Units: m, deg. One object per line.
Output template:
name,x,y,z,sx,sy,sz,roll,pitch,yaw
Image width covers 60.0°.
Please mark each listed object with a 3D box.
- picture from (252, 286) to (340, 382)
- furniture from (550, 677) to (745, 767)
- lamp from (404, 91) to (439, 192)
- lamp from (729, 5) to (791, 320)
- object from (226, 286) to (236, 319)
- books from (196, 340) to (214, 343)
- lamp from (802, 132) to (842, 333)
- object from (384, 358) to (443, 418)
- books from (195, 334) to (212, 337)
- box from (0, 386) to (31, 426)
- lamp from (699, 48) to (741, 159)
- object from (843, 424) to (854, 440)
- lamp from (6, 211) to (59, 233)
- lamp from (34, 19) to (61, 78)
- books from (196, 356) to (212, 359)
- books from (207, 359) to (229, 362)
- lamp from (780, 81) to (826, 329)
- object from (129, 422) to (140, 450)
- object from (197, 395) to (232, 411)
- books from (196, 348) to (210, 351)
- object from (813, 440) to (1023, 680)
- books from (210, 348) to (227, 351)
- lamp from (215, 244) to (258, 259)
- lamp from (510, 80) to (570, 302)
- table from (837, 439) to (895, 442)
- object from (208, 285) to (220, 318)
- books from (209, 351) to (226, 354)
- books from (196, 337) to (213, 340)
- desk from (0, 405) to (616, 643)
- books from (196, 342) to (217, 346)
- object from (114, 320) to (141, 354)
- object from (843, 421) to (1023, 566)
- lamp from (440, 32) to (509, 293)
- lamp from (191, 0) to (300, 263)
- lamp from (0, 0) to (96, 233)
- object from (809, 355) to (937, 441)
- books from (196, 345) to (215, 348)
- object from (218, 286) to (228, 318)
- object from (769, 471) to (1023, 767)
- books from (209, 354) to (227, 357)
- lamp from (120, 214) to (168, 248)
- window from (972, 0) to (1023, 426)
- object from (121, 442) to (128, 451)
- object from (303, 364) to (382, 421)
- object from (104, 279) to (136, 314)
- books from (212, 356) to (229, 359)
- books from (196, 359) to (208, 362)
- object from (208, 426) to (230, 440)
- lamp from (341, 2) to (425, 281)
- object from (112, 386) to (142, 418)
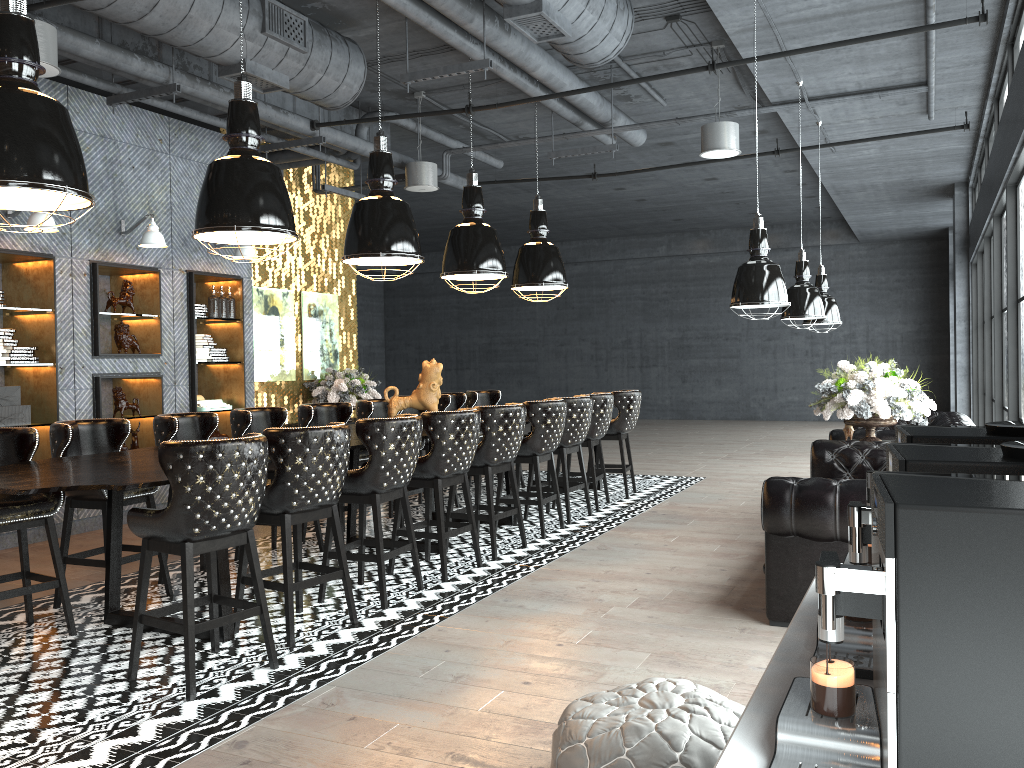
picture,-2.552,-0.578,10.596,0.022,1.073,1.574,-1,1,25
furniture,0.459,1.145,2.712,0.679,0.383,0.679,0,1,25
lamp,-0.986,-2.625,9.578,0.381,1.045,0.380,0,1,36
lamp,1.613,-1.504,5.824,0.391,2.161,0.391,-1,1,-20
object,-2.958,-0.849,9.296,0.109,0.349,0.109,-1,1,-5
books,-3.172,-0.434,9.045,0.193,0.028,0.245,-1,1,-5
lamp,3.180,-1.607,9.134,0.391,2.153,0.391,-1,1,-20
object,-0.794,0.068,7.140,0.475,0.545,0.249,-1,1,-12
books,-3.186,-0.489,9.016,0.193,0.028,0.245,-1,1,-4
box,-4.097,0.177,7.090,0.323,0.315,0.419,0,1,25
lamp,1.918,-2.635,8.202,0.381,1.030,0.380,-1,1,15
object,2.722,0.372,7.186,0.086,0.183,0.136,0,1,32
lamp,-3.736,-1.333,6.941,0.489,0.287,0.244,0,1,41
lamp,-3.043,-2.492,5.541,0.382,1.045,0.380,-2,1,-38
books,-3.166,-0.262,8.923,0.193,0.028,0.245,-2,2,-44
books,-3.094,-0.242,9.196,0.193,0.028,0.245,0,2,26
lamp,2.544,-1.568,7.791,0.391,2.161,0.391,-1,1,-20
object,-3.505,0.528,8.214,0.116,0.358,0.198,-2,1,-35
object,-3.235,0.195,9.130,0.484,0.149,0.535,0,1,24
books,-3.201,-0.346,8.905,0.245,0.028,0.193,0,1,23
object,0.838,0.313,1.655,0.503,0.426,0.335,0,1,25
books,-3.114,-0.354,9.203,0.193,0.028,0.245,0,2,24
lamp,-2.773,-1.406,8.975,0.489,0.287,0.244,0,1,41
lamp,0.271,-2.011,9.239,0.621,2.302,0.621,-1,1,-20
table,2.824,0.822,6.987,0.572,0.726,0.572,-1,1,-11
object,-3.058,-0.842,9.089,0.109,0.349,0.109,-1,1,-20
books,-3.122,-0.326,9.185,0.193,0.028,0.245,0,2,31
books,-3.180,-0.461,9.015,0.193,0.028,0.245,-1,1,5
desk,-0.659,0.783,7.147,1.433,0.927,7.596,0,1,25
books,-3.137,-0.405,9.019,0.193,0.028,0.245,-1,1,1
object,-3.527,-0.415,8.111,0.159,0.337,0.242,0,1,30
object,1.059,0.298,2.122,0.503,0.426,0.335,0,1,25
lamp,-0.354,-1.968,7.920,0.621,2.302,0.621,-1,1,-20
lamp,-1.603,-1.883,5.281,0.621,2.302,0.621,-1,1,-20
lamp,-2.228,-1.840,3.962,0.621,2.302,0.621,-1,1,-20
object,2.794,0.130,6.955,0.875,0.663,0.848,-2,1,-34
books,-3.184,-0.377,9.053,0.193,0.028,0.245,-1,1,8
object,-3.009,-0.846,9.193,0.109,0.349,0.109,-1,1,10
object,0.623,0.328,1.201,0.503,0.426,0.335,0,1,25
books,-3.112,-0.298,9.182,0.193,0.028,0.245,0,2,27
lamp,-3.270,-1.363,7.925,0.489,0.287,0.244,0,1,41
window,4.023,-0.700,7.173,0.120,3.729,20.800,-1,1,25
object,-3.587,0.539,7.966,0.168,0.359,0.266,-1,1,18
object,-2.052,0.115,10.766,0.875,0.663,0.848,-2,1,-34
object,-3.562,-0.798,8.057,0.152,0.325,0.292,-1,1,23
books,-3.095,-0.270,9.194,0.193,0.028,0.245,0,2,38
books,-3.219,-0.233,8.927,0.245,0.028,0.193,0,2,40
object,-3.037,0.543,9.082,0.164,0.303,0.341,0,1,30
lamp,-0.979,-1.925,6.600,0.621,2.302,0.621,-1,1,-20
object,-3.493,0.161,8.044,0.135,0.294,0.256,0,1,33
